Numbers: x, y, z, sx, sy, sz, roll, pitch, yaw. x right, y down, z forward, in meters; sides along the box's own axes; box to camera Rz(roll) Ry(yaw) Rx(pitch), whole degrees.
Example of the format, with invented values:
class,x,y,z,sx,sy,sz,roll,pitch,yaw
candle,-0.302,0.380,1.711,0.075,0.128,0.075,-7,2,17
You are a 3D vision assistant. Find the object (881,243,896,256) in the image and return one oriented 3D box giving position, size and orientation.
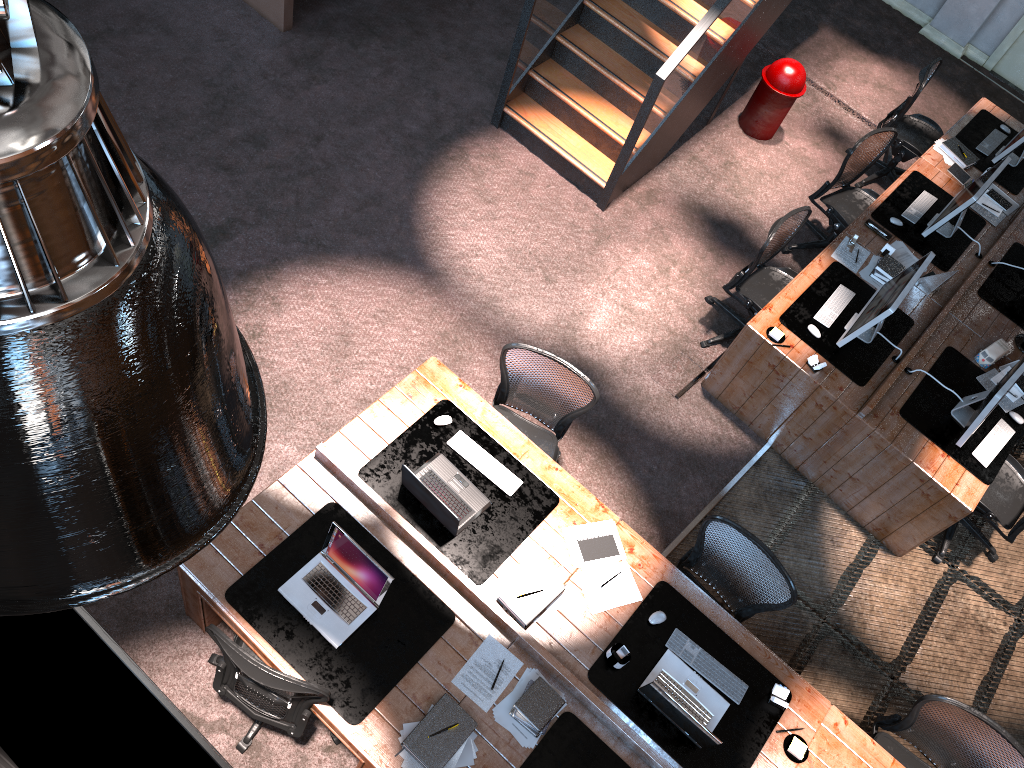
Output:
class,x,y,z,sx,sy,sz,roll,pitch,yaw
object,2.684,-0.950,6.339,0.076,0.102,0.034,41,56,12

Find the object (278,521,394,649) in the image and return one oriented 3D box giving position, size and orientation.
class,x,y,z,sx,sy,sz,roll,pitch,yaw
object,-0.790,0.898,3.958,0.380,0.288,0.320,41,56,12

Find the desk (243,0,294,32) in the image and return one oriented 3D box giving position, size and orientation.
class,x,y,z,sx,sy,sz,roll,pitch,yaw
desk,-1.252,-4.583,8.094,1.650,0.750,3.630,41,56,12

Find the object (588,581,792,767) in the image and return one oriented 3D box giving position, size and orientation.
class,x,y,z,sx,sy,sz,roll,pitch,yaw
object,0.870,1.456,4.287,0.848,0.008,0.687,41,56,12

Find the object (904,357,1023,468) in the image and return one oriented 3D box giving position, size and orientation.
class,x,y,z,sx,sy,sz,roll,pitch,yaw
object,2.992,0.100,5.463,0.811,0.578,0.663,13,55,-8

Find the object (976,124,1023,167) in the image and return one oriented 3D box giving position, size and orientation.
class,x,y,z,sx,sy,sz,roll,pitch,yaw
object,4.211,-2.096,7.262,0.586,0.581,0.692,6,56,-12

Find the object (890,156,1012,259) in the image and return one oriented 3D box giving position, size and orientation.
class,x,y,z,sx,sy,sz,roll,pitch,yaw
object,3.221,-1.372,6.494,0.735,0.576,0.654,6,56,-12

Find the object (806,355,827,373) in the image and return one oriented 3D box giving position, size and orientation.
class,x,y,z,sx,sy,sz,roll,pitch,yaw
object,1.923,-0.135,5.603,0.082,0.063,0.106,-23,66,-28

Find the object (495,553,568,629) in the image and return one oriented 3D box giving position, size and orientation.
class,x,y,z,sx,sy,sz,roll,pitch,yaw
object,0.099,0.989,4.332,0.363,0.065,0.325,-25,67,-28

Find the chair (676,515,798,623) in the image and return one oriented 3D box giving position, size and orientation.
class,x,y,z,sx,sy,sz,roll,pitch,yaw
chair,0.977,1.241,4.718,0.770,1.085,0.792,32,55,5

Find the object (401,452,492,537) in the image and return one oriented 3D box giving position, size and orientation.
class,x,y,z,sx,sy,sz,roll,pitch,yaw
object,-0.314,0.499,4.392,0.390,0.283,0.323,43,56,13

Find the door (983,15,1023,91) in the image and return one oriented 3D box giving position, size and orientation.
class,x,y,z,sx,sy,sz,roll,pitch,yaw
door,5.781,-3.749,8.666,1.013,2.268,0.064,41,56,12

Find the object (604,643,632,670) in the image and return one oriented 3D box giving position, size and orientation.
class,x,y,z,sx,sy,sz,roll,pitch,yaw
object,0.503,1.294,4.213,0.078,0.138,0.099,-28,69,-29

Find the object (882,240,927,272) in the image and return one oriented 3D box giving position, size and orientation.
class,x,y,z,sx,sy,sz,roll,pitch,yaw
object,2.839,-0.904,6.412,0.246,0.002,0.315,-24,67,-28

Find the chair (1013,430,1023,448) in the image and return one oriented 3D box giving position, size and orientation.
class,x,y,z,sx,sy,sz,roll,pitch,yaw
chair,4.106,-0.015,6.456,0.792,1.085,0.770,40,56,11

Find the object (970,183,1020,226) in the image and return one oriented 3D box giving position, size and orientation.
class,x,y,z,sx,sy,sz,roll,pitch,yaw
object,3.812,-1.433,7.025,0.467,0.017,0.304,-33,71,-31

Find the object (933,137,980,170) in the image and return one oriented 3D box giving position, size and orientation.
class,x,y,z,sx,sy,sz,roll,pitch,yaw
object,3.631,-1.908,7.264,0.325,0.065,0.363,-15,63,-24

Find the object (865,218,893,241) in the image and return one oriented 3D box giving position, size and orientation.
class,x,y,z,sx,sy,sz,roll,pitch,yaw
object,2.688,-1.133,6.503,0.215,0.031,0.089,41,56,12

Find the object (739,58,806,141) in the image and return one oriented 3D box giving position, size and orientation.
class,x,y,z,sx,sy,sz,roll,pitch,yaw
object,2.309,-2.528,7.799,0.414,0.707,0.414,4,57,-14

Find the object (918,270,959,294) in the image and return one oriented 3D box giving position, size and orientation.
class,x,y,z,sx,sy,sz,roll,pitch,yaw
object,2.992,-0.782,6.182,0.178,0.320,0.165,-31,71,-31

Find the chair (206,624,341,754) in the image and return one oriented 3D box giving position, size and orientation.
class,x,y,z,sx,sy,sz,roll,pitch,yaw
chair,-1.054,1.229,4.133,0.770,1.085,0.792,15,55,-6

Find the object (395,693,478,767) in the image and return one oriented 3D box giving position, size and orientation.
class,x,y,z,sx,sy,sz,roll,pitch,yaw
object,-0.315,1.555,3.839,0.363,0.065,0.325,-30,70,-30

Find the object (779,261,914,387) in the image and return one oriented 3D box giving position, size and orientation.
class,x,y,z,sx,sy,sz,roll,pitch,yaw
object,2.246,-0.422,5.920,0.687,0.008,0.848,42,56,13

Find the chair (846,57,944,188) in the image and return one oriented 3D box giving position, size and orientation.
class,x,y,z,sx,sy,sz,roll,pitch,yaw
chair,3.545,-2.218,7.737,0.792,1.085,0.770,23,54,0

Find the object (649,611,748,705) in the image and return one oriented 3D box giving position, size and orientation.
class,x,y,z,sx,sy,sz,roll,pitch,yaw
object,0.904,1.337,4.354,0.577,0.040,0.139,40,56,11

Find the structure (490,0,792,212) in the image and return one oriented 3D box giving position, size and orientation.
class,x,y,z,sx,sy,sz,roll,pitch,yaw
structure,2.603,-4.120,7.331,10.620,4.603,5.793,41,56,12

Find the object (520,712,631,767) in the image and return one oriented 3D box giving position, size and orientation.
class,x,y,z,sx,sy,sz,roll,pitch,yaw
object,0.353,1.951,3.811,0.848,0.008,0.687,41,56,12

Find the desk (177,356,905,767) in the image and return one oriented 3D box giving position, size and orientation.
class,x,y,z,sx,sy,sz,roll,pitch,yaw
desk,0.464,1.808,4.347,4.117,0.840,1.748,41,56,12

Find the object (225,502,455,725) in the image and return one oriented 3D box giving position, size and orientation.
class,x,y,z,sx,sy,sz,roll,pitch,yaw
object,-0.780,1.026,4.087,0.848,0.008,0.687,41,56,12

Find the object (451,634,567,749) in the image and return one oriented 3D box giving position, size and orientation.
class,x,y,z,sx,sy,sz,roll,pitch,yaw
object,0.008,1.378,4.029,0.478,0.098,0.319,39,56,11

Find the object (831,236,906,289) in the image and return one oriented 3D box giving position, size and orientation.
class,x,y,z,sx,sy,sz,roll,pitch,yaw
object,2.526,-0.871,6.241,0.478,0.098,0.319,39,56,11

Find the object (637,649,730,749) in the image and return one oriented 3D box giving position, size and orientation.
class,x,y,z,sx,sy,sz,roll,pitch,yaw
object,0.834,1.426,4.085,0.380,0.288,0.320,41,56,12

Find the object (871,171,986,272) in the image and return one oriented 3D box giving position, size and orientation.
class,x,y,z,sx,sy,sz,roll,pitch,yaw
object,3.174,-1.252,6.736,0.687,0.008,0.848,42,56,13

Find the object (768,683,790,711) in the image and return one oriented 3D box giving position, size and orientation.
class,x,y,z,sx,sy,sz,roll,pitch,yaw
object,1.310,1.523,4.328,0.082,0.063,0.106,26,54,2

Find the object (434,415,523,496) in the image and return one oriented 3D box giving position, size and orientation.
class,x,y,z,sx,sy,sz,roll,pitch,yaw
object,-0.191,0.370,4.668,0.577,0.040,0.139,41,56,12

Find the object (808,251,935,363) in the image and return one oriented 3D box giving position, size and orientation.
class,x,y,z,sx,sy,sz,roll,pitch,yaw
object,2.394,-0.493,5.674,0.610,0.573,0.714,40,56,11

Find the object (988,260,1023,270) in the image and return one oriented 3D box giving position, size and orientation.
class,x,y,z,sx,sy,sz,roll,pitch,yaw
object,4.013,-0.767,6.330,0.772,0.578,0.642,5,57,-13

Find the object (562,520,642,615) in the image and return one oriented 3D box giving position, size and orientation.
class,x,y,z,sx,sy,sz,roll,pitch,yaw
object,0.459,0.918,4.510,0.304,0.017,0.467,-7,60,-20

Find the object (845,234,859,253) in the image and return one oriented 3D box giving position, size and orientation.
class,x,y,z,sx,sy,sz,roll,pitch,yaw
object,2.435,-1.013,6.329,0.054,0.064,0.159,31,55,5

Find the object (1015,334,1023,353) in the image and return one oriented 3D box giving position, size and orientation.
class,x,y,z,sx,sy,sz,roll,pitch,yaw
object,3.663,-0.370,6.065,0.304,0.380,0.417,19,54,-4

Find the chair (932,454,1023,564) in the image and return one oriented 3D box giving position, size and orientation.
class,x,y,z,sx,sy,sz,roll,pitch,yaw
chair,3.145,0.667,5.728,0.792,1.085,0.770,32,55,5

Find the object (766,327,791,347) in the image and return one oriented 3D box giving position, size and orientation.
class,x,y,z,sx,sy,sz,roll,pitch,yaw
object,1.698,-0.310,5.674,0.158,0.026,0.154,5,56,-13

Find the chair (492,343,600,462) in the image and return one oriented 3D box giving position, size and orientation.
class,x,y,z,sx,sy,sz,roll,pitch,yaw
chair,0.046,0.337,5.039,0.770,1.085,0.792,15,55,-6

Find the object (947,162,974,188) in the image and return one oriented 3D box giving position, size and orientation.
class,x,y,z,sx,sy,sz,roll,pitch,yaw
object,3.603,-1.613,7.051,0.129,0.083,0.347,-2,58,-17

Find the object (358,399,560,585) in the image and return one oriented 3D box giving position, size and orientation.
class,x,y,z,sx,sy,sz,roll,pitch,yaw
object,-0.263,0.531,4.563,0.848,0.008,0.687,41,56,12

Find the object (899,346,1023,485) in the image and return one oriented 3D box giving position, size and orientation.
class,x,y,z,sx,sy,sz,roll,pitch,yaw
object,2.945,0.181,5.729,0.687,0.008,0.848,42,56,13

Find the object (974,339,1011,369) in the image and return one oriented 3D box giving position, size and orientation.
class,x,y,z,sx,sy,sz,roll,pitch,yaw
object,3.265,-0.207,6.026,0.253,0.146,0.128,-26,68,-29

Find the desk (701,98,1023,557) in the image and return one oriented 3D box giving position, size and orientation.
class,x,y,z,sx,sy,sz,roll,pitch,yaw
desk,3.399,-0.723,6.865,1.748,0.840,4.117,43,56,13

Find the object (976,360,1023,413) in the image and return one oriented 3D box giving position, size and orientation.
class,x,y,z,sx,sy,sz,roll,pitch,yaw
object,3.358,0.006,5.948,0.467,0.017,0.304,-17,64,-25

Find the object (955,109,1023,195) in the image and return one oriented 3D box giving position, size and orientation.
class,x,y,z,sx,sy,sz,roll,pitch,yaw
object,4.107,-1.970,7.480,0.687,0.008,0.848,42,56,13

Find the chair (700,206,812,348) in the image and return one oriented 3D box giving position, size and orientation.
class,x,y,z,sx,sy,sz,roll,pitch,yaw
chair,1.882,-0.671,6.237,0.792,1.085,0.770,32,55,5

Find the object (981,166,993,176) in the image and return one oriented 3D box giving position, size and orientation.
class,x,y,z,sx,sy,sz,roll,pitch,yaw
object,3.837,-1.679,7.137,0.099,0.138,0.078,-23,66,-28

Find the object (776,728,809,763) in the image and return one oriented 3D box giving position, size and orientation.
class,x,y,z,sx,sy,sz,roll,pitch,yaw
object,1.358,1.728,4.238,0.158,0.026,0.154,1,58,-16

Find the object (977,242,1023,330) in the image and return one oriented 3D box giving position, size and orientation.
class,x,y,z,sx,sy,sz,roll,pitch,yaw
object,3.866,-0.656,6.547,0.687,0.008,0.848,42,56,13

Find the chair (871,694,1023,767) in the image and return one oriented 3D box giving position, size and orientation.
class,x,y,z,sx,sy,sz,roll,pitch,yaw
chair,2.037,2.061,4.490,0.770,1.085,0.792,23,54,0

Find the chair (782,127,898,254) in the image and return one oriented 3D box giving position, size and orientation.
class,x,y,z,sx,sy,sz,roll,pitch,yaw
chair,2.740,-1.420,6.979,0.792,1.085,0.770,40,56,11
